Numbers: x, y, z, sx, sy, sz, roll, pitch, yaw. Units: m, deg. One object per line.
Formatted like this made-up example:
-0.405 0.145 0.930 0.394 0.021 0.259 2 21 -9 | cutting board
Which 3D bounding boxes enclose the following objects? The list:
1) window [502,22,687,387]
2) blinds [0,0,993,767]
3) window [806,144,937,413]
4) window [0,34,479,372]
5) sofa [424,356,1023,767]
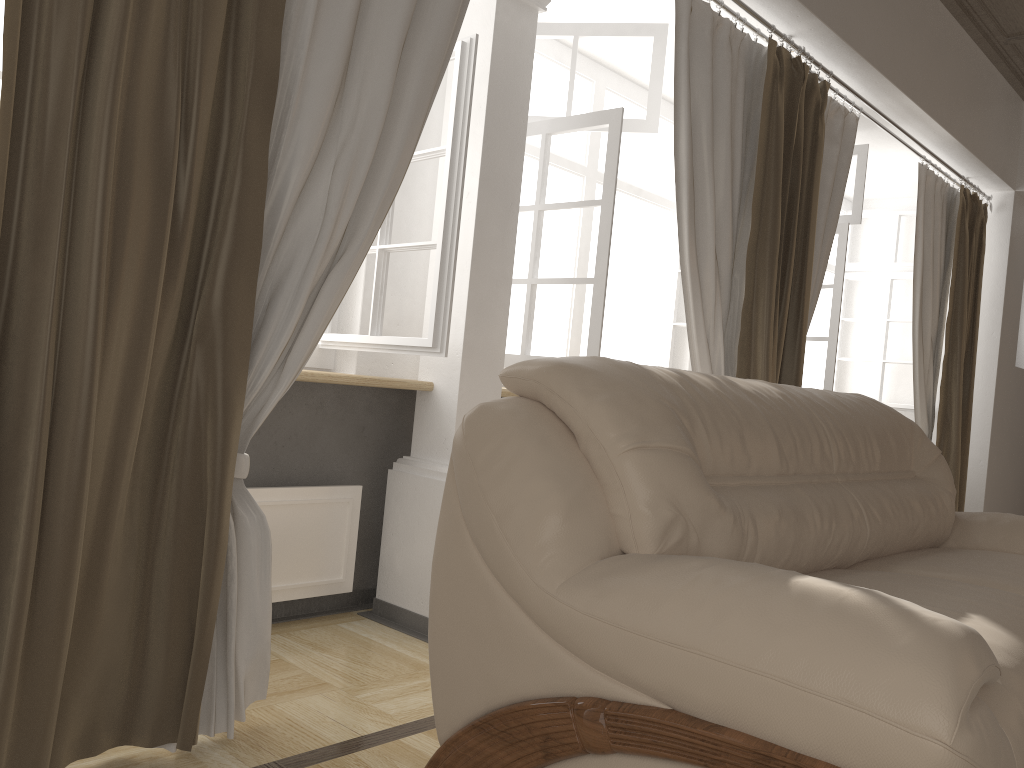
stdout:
0.606 -0.677 3.885 0.784 1.500 1.759 6 0 42 | window
0.939 -0.245 3.426 0.285 2.294 5.765 6 0 43 | blinds
1.954 -0.549 5.342 0.782 1.500 1.653 6 0 43 | window
-0.856 -0.815 2.268 0.781 1.500 1.600 6 0 43 | window
0.879 0.459 2.200 1.051 0.900 2.135 6 0 43 | sofa
